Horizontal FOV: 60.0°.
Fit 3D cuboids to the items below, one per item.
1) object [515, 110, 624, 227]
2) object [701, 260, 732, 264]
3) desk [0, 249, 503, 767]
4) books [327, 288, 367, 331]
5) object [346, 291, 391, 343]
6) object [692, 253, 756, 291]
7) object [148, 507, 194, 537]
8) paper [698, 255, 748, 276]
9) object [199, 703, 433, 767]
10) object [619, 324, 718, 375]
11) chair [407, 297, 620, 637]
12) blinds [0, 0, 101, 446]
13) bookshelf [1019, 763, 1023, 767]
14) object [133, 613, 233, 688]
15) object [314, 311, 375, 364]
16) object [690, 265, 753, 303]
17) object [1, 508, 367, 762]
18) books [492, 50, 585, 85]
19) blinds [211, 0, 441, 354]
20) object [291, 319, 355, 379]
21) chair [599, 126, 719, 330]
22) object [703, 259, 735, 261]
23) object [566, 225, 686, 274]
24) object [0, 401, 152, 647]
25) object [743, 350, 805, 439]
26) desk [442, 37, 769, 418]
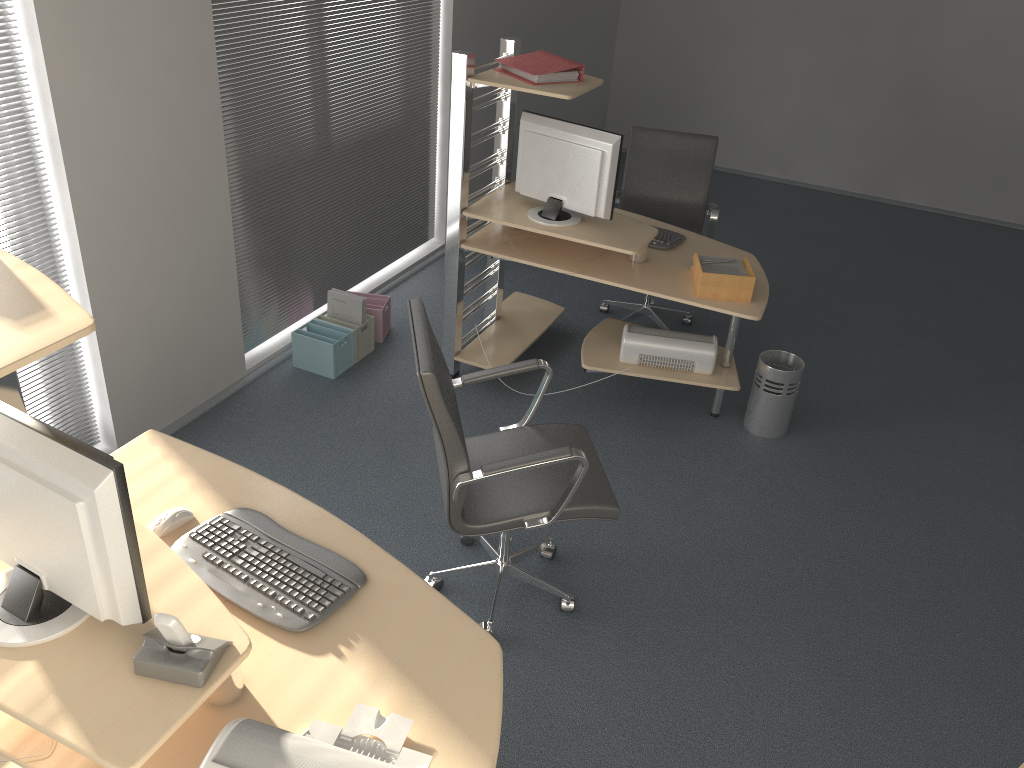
[{"bbox_3d":[0.200,-0.941,3.929,0.245,0.418,0.516,-22,40,-38],"label":"object"},{"bbox_3d":[0.904,-0.540,3.918,0.159,0.009,0.008,-7,32,-19],"label":"object"},{"bbox_3d":[-0.621,0.498,2.005,1.469,1.566,0.967,17,33,19],"label":"desk"},{"bbox_3d":[-0.856,-0.321,4.582,0.220,0.306,0.068,17,33,20],"label":"books"},{"bbox_3d":[-0.797,-0.360,4.794,0.245,0.202,0.185,7,31,4],"label":"object"},{"bbox_3d":[0.914,-0.506,3.846,0.225,0.060,0.309,6,30,1],"label":"object"},{"bbox_3d":[-1.070,0.488,2.074,0.168,0.088,0.742,18,33,21],"label":"object"},{"bbox_3d":[0.913,-0.492,3.856,0.210,0.010,0.297,6,30,1],"label":"paper"},{"bbox_3d":[-0.305,0.700,1.645,0.438,0.162,0.351,12,31,13],"label":"object"},{"bbox_3d":[0.746,-0.213,4.224,0.438,0.162,0.351,8,31,6],"label":"object"},{"bbox_3d":[-0.015,0.287,2.957,0.652,1.048,0.584,-1,31,-10],"label":"chair"},{"bbox_3d":[-2.019,-0.524,2.176,0.037,2.749,1.950,17,33,19],"label":"blinds"},{"bbox_3d":[0.671,1.047,1.257,0.724,1.572,0.381,-18,38,-34],"label":"bookshelf"},{"bbox_3d":[-0.633,0.470,1.688,0.150,0.151,0.119,9,31,7],"label":"object"},{"bbox_3d":[-0.867,-0.254,4.606,0.245,0.202,0.185,17,33,20],"label":"object"},{"bbox_3d":[0.911,-0.458,3.875,0.225,0.060,0.309,6,30,1],"label":"object"},{"bbox_3d":[-0.749,0.570,1.986,0.478,0.082,0.814,21,34,26],"label":"object"},{"bbox_3d":[0.112,-1.373,3.837,0.262,0.072,0.320,-15,36,-30],"label":"books"},{"bbox_3d":[-0.838,-1.743,4.405,0.022,2.770,1.950,17,33,19],"label":"blinds"},{"bbox_3d":[-0.946,-0.174,4.459,0.245,0.202,0.185,17,33,20],"label":"object"},{"bbox_3d":[0.806,-0.802,4.915,0.584,1.048,0.652,9,31,8],"label":"chair"},{"bbox_3d":[0.922,-0.551,3.939,0.159,0.009,0.008,-2,31,-12],"label":"object"},{"bbox_3d":[0.458,-0.628,4.182,0.478,0.082,0.814,21,34,26],"label":"object"},{"bbox_3d":[-0.968,0.266,1.724,0.516,0.418,0.245,26,37,32],"label":"object"},{"bbox_3d":[1.238,0.053,4.204,0.208,0.377,0.208,-8,33,-20],"label":"object"},{"bbox_3d":[0.559,-0.718,4.228,1.469,1.566,0.967,17,33,19],"label":"desk"}]
